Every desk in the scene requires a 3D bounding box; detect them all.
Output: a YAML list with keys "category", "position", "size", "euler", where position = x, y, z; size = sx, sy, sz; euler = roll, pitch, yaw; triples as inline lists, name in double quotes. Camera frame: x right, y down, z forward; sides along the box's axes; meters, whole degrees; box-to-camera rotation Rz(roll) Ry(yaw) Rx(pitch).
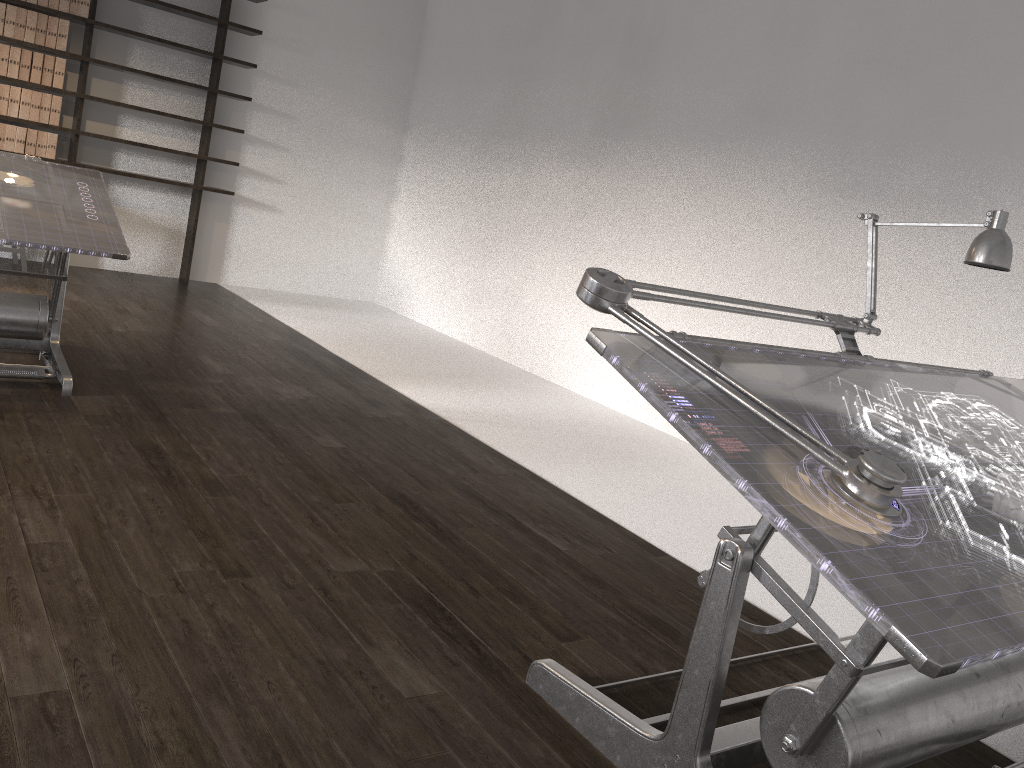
- category: "desk"
  position: [-4.081, -1.180, 5.984]
  size: [1.664, 0.665, 0.662]
  euler: [4, 12, -36]
- category: "desk"
  position: [-2.717, -0.802, 3.531]
  size: [2.064, 1.377, 1.087]
  euler: [4, 12, -36]
- category: "desk"
  position: [1.127, 0.237, 2.250]
  size: [2.064, 1.377, 1.087]
  euler: [4, 12, -36]

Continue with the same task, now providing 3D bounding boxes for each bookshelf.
- category: "bookshelf"
  position: [-6.097, -1.958, 4.908]
  size: [9.156, 3.185, 0.377]
  euler: [4, 11, -36]

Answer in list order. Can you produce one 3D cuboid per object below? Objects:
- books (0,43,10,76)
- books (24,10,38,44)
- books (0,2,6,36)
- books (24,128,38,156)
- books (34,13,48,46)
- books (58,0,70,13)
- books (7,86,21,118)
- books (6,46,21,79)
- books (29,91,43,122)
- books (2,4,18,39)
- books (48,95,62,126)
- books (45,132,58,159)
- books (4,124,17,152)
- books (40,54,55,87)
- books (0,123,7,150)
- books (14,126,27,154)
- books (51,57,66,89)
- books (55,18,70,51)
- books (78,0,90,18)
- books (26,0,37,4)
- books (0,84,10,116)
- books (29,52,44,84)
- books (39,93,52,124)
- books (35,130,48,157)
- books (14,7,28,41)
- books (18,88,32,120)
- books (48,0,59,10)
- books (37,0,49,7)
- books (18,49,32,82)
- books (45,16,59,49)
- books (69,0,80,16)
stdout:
- category: "books"
  position: [-3.695, -2.342, 6.413]
  size: [0.066, 0.224, 0.176]
  euler: [6, 11, -36]
- category: "books"
  position: [-3.518, -2.599, 6.457]
  size: [0.067, 0.224, 0.176]
  euler: [6, 11, -36]
- category: "books"
  position: [-3.681, -2.610, 6.339]
  size: [0.067, 0.224, 0.176]
  euler: [6, 11, -36]
- category: "books"
  position: [-3.611, -1.797, 6.630]
  size: [0.066, 0.224, 0.176]
  euler: [6, 11, -36]
- category: "books"
  position: [-3.467, -2.597, 6.502]
  size: [0.066, 0.224, 0.176]
  euler: [6, 11, -36]
- category: "books"
  position: [-3.307, -2.848, 6.537]
  size: [0.067, 0.224, 0.176]
  euler: [6, 11, -36]
- category: "books"
  position: [-3.667, -2.071, 6.508]
  size: [0.066, 0.224, 0.176]
  euler: [6, 11, -36]
- category: "books"
  position: [-3.635, -2.337, 6.452]
  size: [0.066, 0.224, 0.176]
  euler: [6, 11, -36]
- category: "books"
  position: [-3.553, -2.063, 6.587]
  size: [0.067, 0.224, 0.176]
  euler: [6, 11, -36]
- category: "books"
  position: [-3.624, -2.607, 6.383]
  size: [0.066, 0.224, 0.176]
  euler: [6, 11, -36]
- category: "books"
  position: [-3.449, -2.057, 6.670]
  size: [0.066, 0.224, 0.176]
  euler: [6, 11, -36]
- category: "books"
  position: [-3.500, -1.789, 6.705]
  size: [0.067, 0.224, 0.176]
  euler: [6, 11, -36]
- category: "books"
  position: [-3.720, -1.804, 6.547]
  size: [0.066, 0.224, 0.176]
  euler: [6, 11, -36]
- category: "books"
  position: [-3.461, -2.327, 6.585]
  size: [0.066, 0.224, 0.176]
  euler: [6, 11, -36]
- category: "books"
  position: [-3.771, -1.807, 6.511]
  size: [0.066, 0.224, 0.176]
  euler: [6, 11, -36]
- category: "books"
  position: [-3.665, -1.800, 6.585]
  size: [0.067, 0.224, 0.176]
  euler: [6, 11, -36]
- category: "books"
  position: [-3.399, -2.322, 6.628]
  size: [0.066, 0.224, 0.176]
  euler: [6, 11, -36]
- category: "books"
  position: [-3.351, -2.589, 6.582]
  size: [0.066, 0.224, 0.176]
  euler: [6, 11, -36]
- category: "books"
  position: [-3.204, -2.842, 6.616]
  size: [0.066, 0.224, 0.176]
  euler: [6, 11, -36]
- category: "books"
  position: [-3.476, -2.860, 6.414]
  size: [0.067, 0.224, 0.176]
  euler: [6, 11, -36]
- category: "books"
  position: [-3.725, -2.075, 6.470]
  size: [0.066, 0.224, 0.176]
  euler: [6, 11, -36]
- category: "books"
  position: [-3.518, -2.329, 6.537]
  size: [0.067, 0.224, 0.176]
  euler: [6, 11, -36]
- category: "books"
  position: [-3.505, -2.061, 6.628]
  size: [0.066, 0.224, 0.176]
  euler: [6, 11, -36]
- category: "books"
  position: [-3.556, -1.794, 6.672]
  size: [0.066, 0.224, 0.176]
  euler: [6, 11, -36]
- category: "books"
  position: [-3.574, -2.604, 6.422]
  size: [0.066, 0.224, 0.176]
  euler: [6, 11, -36]
- category: "books"
  position: [-3.607, -2.066, 6.548]
  size: [0.066, 0.224, 0.176]
  euler: [6, 11, -36]
- category: "books"
  position: [-3.367, -2.854, 6.501]
  size: [0.066, 0.224, 0.176]
  euler: [6, 11, -36]
- category: "books"
  position: [-3.422, -2.857, 6.458]
  size: [0.066, 0.224, 0.176]
  euler: [6, 11, -36]
- category: "books"
  position: [-3.581, -2.334, 6.497]
  size: [0.066, 0.224, 0.176]
  euler: [6, 11, -36]
- category: "books"
  position: [-3.410, -2.594, 6.544]
  size: [0.066, 0.224, 0.176]
  euler: [6, 11, -36]
- category: "books"
  position: [-3.256, -2.846, 6.580]
  size: [0.066, 0.224, 0.176]
  euler: [6, 11, -36]
